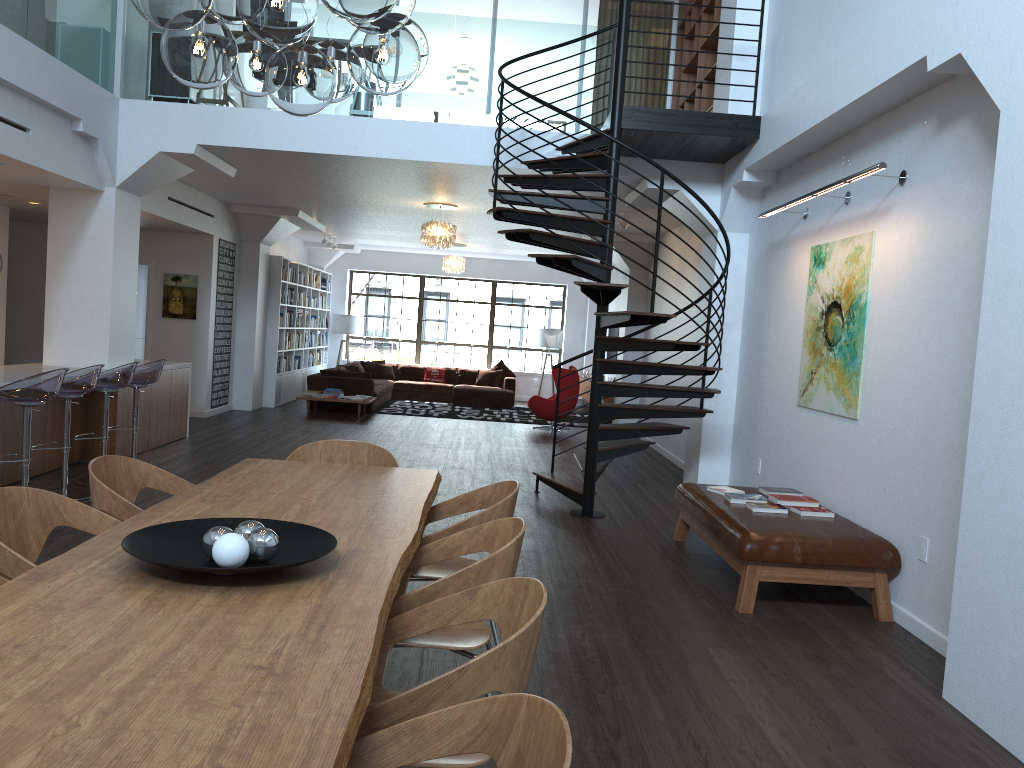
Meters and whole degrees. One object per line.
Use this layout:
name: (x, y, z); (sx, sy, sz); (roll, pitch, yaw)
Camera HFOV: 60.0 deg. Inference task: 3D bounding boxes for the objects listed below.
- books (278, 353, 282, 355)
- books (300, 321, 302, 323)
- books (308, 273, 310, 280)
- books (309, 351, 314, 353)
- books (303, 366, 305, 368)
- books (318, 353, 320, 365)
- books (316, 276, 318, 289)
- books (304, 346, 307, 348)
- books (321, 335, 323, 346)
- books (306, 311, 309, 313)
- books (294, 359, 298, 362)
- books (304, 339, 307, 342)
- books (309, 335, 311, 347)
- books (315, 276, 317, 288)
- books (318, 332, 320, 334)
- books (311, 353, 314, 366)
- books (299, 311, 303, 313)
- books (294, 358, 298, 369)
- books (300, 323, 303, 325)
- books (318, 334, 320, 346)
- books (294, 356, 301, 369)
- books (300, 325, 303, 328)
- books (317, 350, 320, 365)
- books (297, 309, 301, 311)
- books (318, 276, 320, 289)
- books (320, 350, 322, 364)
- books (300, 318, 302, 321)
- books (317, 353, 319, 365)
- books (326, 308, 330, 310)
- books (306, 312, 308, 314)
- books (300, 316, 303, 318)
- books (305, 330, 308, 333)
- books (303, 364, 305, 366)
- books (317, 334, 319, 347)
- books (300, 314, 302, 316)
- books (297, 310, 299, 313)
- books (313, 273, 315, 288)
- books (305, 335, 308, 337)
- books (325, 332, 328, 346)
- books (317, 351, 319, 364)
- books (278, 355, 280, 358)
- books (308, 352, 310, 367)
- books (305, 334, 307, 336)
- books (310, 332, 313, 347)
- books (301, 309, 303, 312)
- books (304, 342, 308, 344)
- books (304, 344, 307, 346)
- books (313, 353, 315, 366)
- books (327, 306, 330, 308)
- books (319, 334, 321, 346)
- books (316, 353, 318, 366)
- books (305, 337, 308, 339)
books: (-3.846, -0.484, 14.344); (0.223, 0.027, 0.161); (4, 3, 8)
books: (-3.897, -1.121, 15.940); (0.180, 0.042, 0.259); (4, 3, -2)
books: (-3.826, -1.921, 16.388); (0.160, 0.251, 0.031); (4, 3, -2)
books: (-3.943, -0.493, 17.219); (0.176, 0.290, 0.036); (4, 3, -2)
books: (-3.993, -0.330, 16.412); (0.284, 0.035, 0.197); (4, 3, -2)
books: (-3.964, -0.510, 17.841); (0.189, 0.247, 0.057); (4, 3, -2)
books: (-3.842, -1.965, 17.076); (0.183, 0.253, 0.034); (4, 3, -2)
books: (-3.934, -0.697, 16.421); (0.246, 0.038, 0.171); (4, 3, -2)
books: (-3.944, -0.889, 18.045); (0.168, 0.228, 0.139); (4, 3, -2)
books: (-3.867, -1.337, 16.294); (0.224, 0.030, 0.161); (4, 3, 8)
books: (-3.901, -0.353, 15.849); (0.128, 0.178, 0.021); (4, 3, -2)
books: (-3.918, -0.815, 16.427); (0.231, 0.044, 0.168); (4, 3, -7)
books: (-3.900, -0.820, 16.777); (0.174, 0.243, 0.085); (4, 3, -2)
books: (-3.838, -1.956, 16.994); (0.171, 0.246, 0.057); (4, 3, -2)
books: (-3.927, -1.011, 17.526); (0.223, 0.031, 0.161); (4, 3, -2)
books: (-3.935, -0.471, 17.186); (0.183, 0.253, 0.034); (4, 3, -2)
books: (-3.864, -1.299, 15.961); (0.144, 0.024, 0.208); (4, 3, 3)
books: (-3.904, -0.361, 15.877); (0.139, 0.191, 0.036); (4, 3, -2)
books: (-3.876, -1.080, 15.947); (0.160, 0.039, 0.251); (4, 3, 3)
books: (-3.934, -0.878, 17.701); (0.171, 0.246, 0.036); (4, 3, -2)
books: (-3.914, -0.395, 16.102); (0.140, 0.231, 0.042); (4, 3, -2)
books: (-3.876, -1.041, 15.952); (0.171, 0.039, 0.246); (4, 3, -2)
books: (-3.946, -0.537, 17.891); (0.140, 0.298, 0.044); (4, 3, -2)
books: (-3.828, -1.307, 15.527); (0.223, 0.027, 0.161); (4, 3, 8)
books: (-3.842, -1.975, 17.245); (0.183, 0.253, 0.034); (4, 3, -2)
books: (-3.973, -0.548, 18.109); (0.176, 0.290, 0.053); (4, 3, -2)
books: (-3.881, -1.165, 15.952); (0.168, 0.045, 0.231); (4, 3, -7)
books: (-3.956, -0.506, 17.721); (0.183, 0.253, 0.037); (4, 3, -2)
books: (-3.934, -1.563, 18.307); (0.284, 0.035, 0.197); (6, 4, 28)
books: (-3.868, -1.307, 16.287); (0.223, 0.031, 0.161); (4, 3, -2)
books: (-3.870, -1.207, 15.945); (0.183, 0.042, 0.253); (4, 3, -2)
books: (-3.893, -0.974, 16.404); (0.185, 0.041, 0.129); (5, 3, 13)
books: (-3.991, -0.364, 16.410); (0.284, 0.033, 0.197); (3, 4, -17)
books: (-3.922, -0.871, 17.527); (0.174, 0.251, 0.051); (4, 3, -2)
books: (-3.874, -1.243, 15.949); (0.161, 0.033, 0.223); (4, 3, -2)
books: (-3.839, -1.272, 15.551); (0.174, 0.045, 0.240); (4, 3, -2)
books: (-3.839, -1.971, 16.866); (0.176, 0.290, 0.053); (4, 3, -2)
books: (-3.911, -0.890, 16.422); (0.223, 0.032, 0.161); (4, 3, -2)
books: (-3.948, -0.949, 18.525); (0.176, 0.290, 0.053); (4, 3, -2)
books: (-3.973, -0.525, 17.778); (0.198, 0.284, 0.066); (4, 3, -2)
books: (-3.857, -0.449, 14.369); (0.174, 0.045, 0.240); (3, 3, -12)
books: (-3.939, -0.467, 16.837); (0.198, 0.284, 0.066); (4, 3, -2)
books: (-3.885, -0.916, 16.407); (0.161, 0.026, 0.223); (3, 3, -12)
books: (-3.916, -0.855, 16.966); (0.197, 0.290, 0.136); (4, 3, -2)
books: (-3.855, -1.331, 15.956); (0.129, 0.043, 0.185); (5, 3, 13)
books: (-3.936, -0.775, 16.443); (0.259, 0.040, 0.180); (4, 3, -2)
books: (-3.933, -0.735, 16.421); (0.251, 0.037, 0.160); (4, 3, 3)
books: (-3.944, -0.480, 17.268); (0.180, 0.259, 0.060); (4, 3, -2)
books: (-3.932, -1.597, 18.305); (0.284, 0.033, 0.197); (5, 3, 13)
books: (-3.936, -0.889, 17.821); (0.183, 0.253, 0.042); (4, 3, -2)
books: (-3.952, -0.496, 17.576); (0.183, 0.253, 0.037); (4, 3, -2)
books: (-3.919, -0.856, 16.417); (0.253, 0.040, 0.183); (4, 3, -2)
